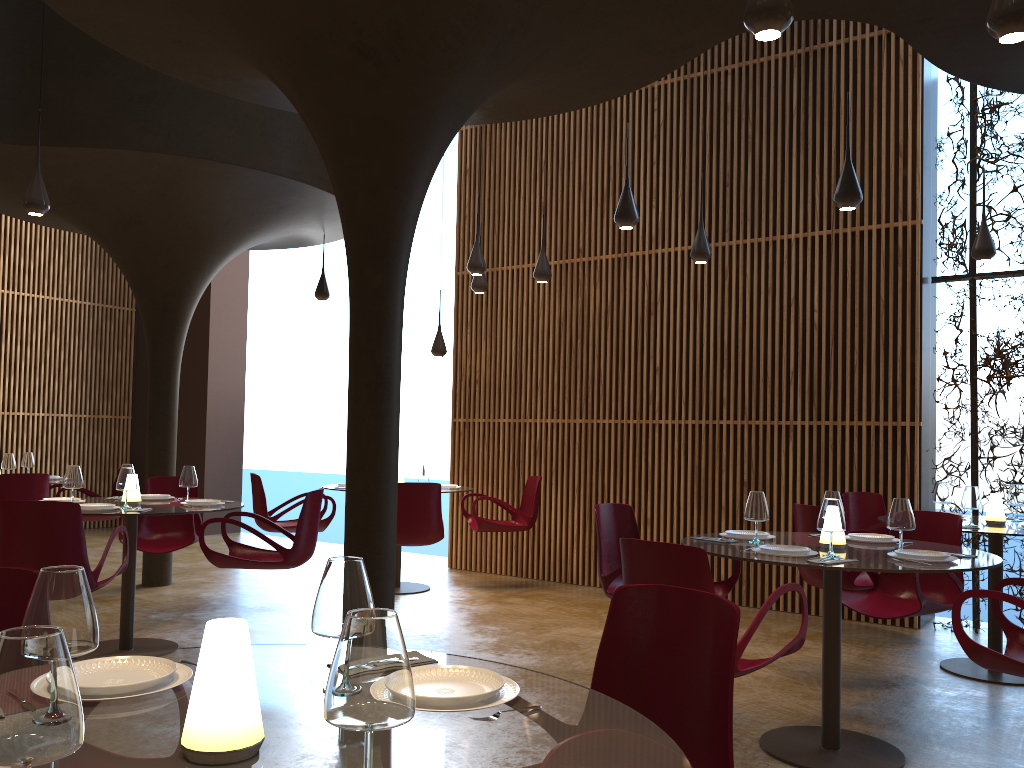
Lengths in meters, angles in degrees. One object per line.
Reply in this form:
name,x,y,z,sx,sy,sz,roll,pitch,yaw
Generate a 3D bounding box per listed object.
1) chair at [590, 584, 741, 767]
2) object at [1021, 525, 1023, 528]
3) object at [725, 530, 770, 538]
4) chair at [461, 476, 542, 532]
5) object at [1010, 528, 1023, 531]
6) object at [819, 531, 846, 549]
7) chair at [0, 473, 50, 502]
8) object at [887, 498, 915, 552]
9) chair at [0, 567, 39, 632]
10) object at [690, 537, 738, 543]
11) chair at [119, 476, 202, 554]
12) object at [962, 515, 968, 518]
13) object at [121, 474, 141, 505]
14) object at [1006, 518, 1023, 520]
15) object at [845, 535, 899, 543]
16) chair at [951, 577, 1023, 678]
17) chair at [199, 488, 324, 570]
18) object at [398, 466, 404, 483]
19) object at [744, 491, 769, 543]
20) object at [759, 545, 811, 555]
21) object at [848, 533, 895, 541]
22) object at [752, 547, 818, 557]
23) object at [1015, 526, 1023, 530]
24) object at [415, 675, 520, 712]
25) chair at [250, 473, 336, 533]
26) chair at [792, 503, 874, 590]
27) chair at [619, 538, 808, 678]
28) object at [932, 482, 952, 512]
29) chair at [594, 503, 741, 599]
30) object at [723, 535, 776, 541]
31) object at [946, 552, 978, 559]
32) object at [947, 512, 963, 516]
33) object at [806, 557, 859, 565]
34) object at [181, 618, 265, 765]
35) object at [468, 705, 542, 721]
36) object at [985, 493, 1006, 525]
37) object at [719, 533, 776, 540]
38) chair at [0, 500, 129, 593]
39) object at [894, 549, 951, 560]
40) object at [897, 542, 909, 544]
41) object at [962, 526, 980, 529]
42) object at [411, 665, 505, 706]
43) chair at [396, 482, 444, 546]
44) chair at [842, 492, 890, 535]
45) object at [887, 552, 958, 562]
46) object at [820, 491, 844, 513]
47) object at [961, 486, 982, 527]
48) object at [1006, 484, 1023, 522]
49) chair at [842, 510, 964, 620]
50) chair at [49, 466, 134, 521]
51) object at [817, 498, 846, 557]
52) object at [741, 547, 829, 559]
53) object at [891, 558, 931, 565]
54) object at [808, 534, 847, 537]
chair,0.190,0.895,2.312,0.873,0.635,0.625,4,-4,-40
object,3.748,1.020,6.266,0.263,0.029,0.263,-1,-4,28
object,1.427,0.914,5.377,0.263,0.029,0.263,-2,-5,44
chair,-0.095,1.367,10.120,0.873,0.635,0.625,2,-3,-15
object,3.743,1.031,6.264,0.411,0.012,0.204,2,-4,-18
object,1.803,0.802,4.980,0.144,0.232,0.142,2,-2,-10
chair,-4.888,1.173,8.675,0.625,0.635,0.873,4,-4,-42
object,2.095,0.765,4.777,0.142,0.295,0.142,0,-2,22
chair,-1.365,0.864,2.376,0.873,0.635,0.625,-1,-4,40
object,1.184,0.915,5.196,0.126,0.017,0.262,4,-5,-40
chair,-3.122,1.170,7.987,0.625,0.635,0.873,2,-3,-12
object,3.583,1.091,7.327,0.332,0.014,0.332,0,-4,16
object,-2.938,0.812,6.852,0.144,0.232,0.142,0,-3,28
object,4.190,1.106,7.239,0.262,0.017,0.126,2,-4,-9
object,2.170,0.939,5.356,0.332,0.014,0.332,3,-4,-29
chair,2.581,1.054,4.064,0.873,0.635,0.625,-2,-4,45
chair,-1.932,1.134,6.983,0.872,0.635,0.625,1,-3,-2
object,-1.265,1.036,9.905,0.142,0.232,0.144,0,-3,20
object,1.420,0.773,5.149,0.142,0.295,0.142,0,-3,26
object,1.422,0.868,4.625,0.263,0.029,0.263,3,-4,-31
object,2.170,0.930,5.357,0.263,0.029,0.263,-1,-4,36
object,1.422,0.878,4.625,0.332,0.014,0.332,3,-4,-25
object,3.747,1.030,6.266,0.332,0.014,0.332,-1,-4,28
object,-0.148,0.680,1.967,0.332,0.014,0.332,3,-4,-29
chair,-2.382,1.283,9.563,0.873,0.635,0.625,2,-3,-20
chair,2.500,1.203,6.510,0.873,0.635,0.625,2,-3,-15
chair,0.894,1.021,4.128,0.625,0.635,0.873,-1,-4,45
object,3.461,0.940,7.135,0.142,0.295,0.142,0,-3,34
chair,0.953,1.123,5.766,0.873,0.635,0.625,-1,-4,40
object,1.430,0.926,5.380,0.411,0.012,0.204,5,-5,-44
object,2.328,0.912,4.736,0.126,0.017,0.262,5,-5,-44
object,3.583,1.081,7.328,0.263,0.029,0.263,1,-4,6
object,1.579,0.873,4.366,0.262,0.017,0.126,4,-4,-35
object,-0.515,0.543,1.590,0.144,0.232,0.142,1,-2,10
object,-0.144,0.682,1.964,0.204,0.012,0.411,4,-5,-43
object,3.709,0.955,6.798,0.144,0.232,0.142,1,-2,0
object,1.427,0.924,5.377,0.332,0.014,0.332,-1,-4,28
chair,-2.880,1.032,5.646,0.625,0.635,0.873,2,-3,-7
object,2.100,0.878,4.539,0.263,0.029,0.263,-1,-4,36
object,2.174,0.940,5.353,0.204,0.012,0.411,4,-5,-43
object,3.210,1.032,6.377,0.262,0.017,0.126,2,-3,-5
object,-0.147,0.671,1.967,0.263,0.029,0.263,-2,-5,42
chair,-0.992,1.260,8.692,0.625,0.635,0.873,2,-3,-15
chair,3.370,1.307,7.898,0.625,0.635,0.873,2,-3,-20
object,2.100,0.887,4.539,0.332,0.014,0.332,0,-4,17
object,1.941,0.798,5.377,0.142,0.295,0.142,2,-2,-17
object,3.391,0.902,6.541,0.142,0.295,0.142,3,-3,-40
object,4.027,0.948,7.073,0.142,0.295,0.142,3,-3,-43
chair,2.508,1.153,5.702,0.873,0.635,0.625,4,-4,-40
chair,-4.885,1.274,10.314,0.873,0.635,0.625,4,-4,-37
object,1.656,0.744,4.598,0.142,0.295,0.142,1,-2,9
object,1.419,0.879,4.628,0.204,0.012,0.411,4,-5,-39
object,2.097,0.888,4.535,0.204,0.012,0.411,-2,-5,41
object,1.996,0.958,5.604,0.262,0.017,0.126,4,-4,-38
